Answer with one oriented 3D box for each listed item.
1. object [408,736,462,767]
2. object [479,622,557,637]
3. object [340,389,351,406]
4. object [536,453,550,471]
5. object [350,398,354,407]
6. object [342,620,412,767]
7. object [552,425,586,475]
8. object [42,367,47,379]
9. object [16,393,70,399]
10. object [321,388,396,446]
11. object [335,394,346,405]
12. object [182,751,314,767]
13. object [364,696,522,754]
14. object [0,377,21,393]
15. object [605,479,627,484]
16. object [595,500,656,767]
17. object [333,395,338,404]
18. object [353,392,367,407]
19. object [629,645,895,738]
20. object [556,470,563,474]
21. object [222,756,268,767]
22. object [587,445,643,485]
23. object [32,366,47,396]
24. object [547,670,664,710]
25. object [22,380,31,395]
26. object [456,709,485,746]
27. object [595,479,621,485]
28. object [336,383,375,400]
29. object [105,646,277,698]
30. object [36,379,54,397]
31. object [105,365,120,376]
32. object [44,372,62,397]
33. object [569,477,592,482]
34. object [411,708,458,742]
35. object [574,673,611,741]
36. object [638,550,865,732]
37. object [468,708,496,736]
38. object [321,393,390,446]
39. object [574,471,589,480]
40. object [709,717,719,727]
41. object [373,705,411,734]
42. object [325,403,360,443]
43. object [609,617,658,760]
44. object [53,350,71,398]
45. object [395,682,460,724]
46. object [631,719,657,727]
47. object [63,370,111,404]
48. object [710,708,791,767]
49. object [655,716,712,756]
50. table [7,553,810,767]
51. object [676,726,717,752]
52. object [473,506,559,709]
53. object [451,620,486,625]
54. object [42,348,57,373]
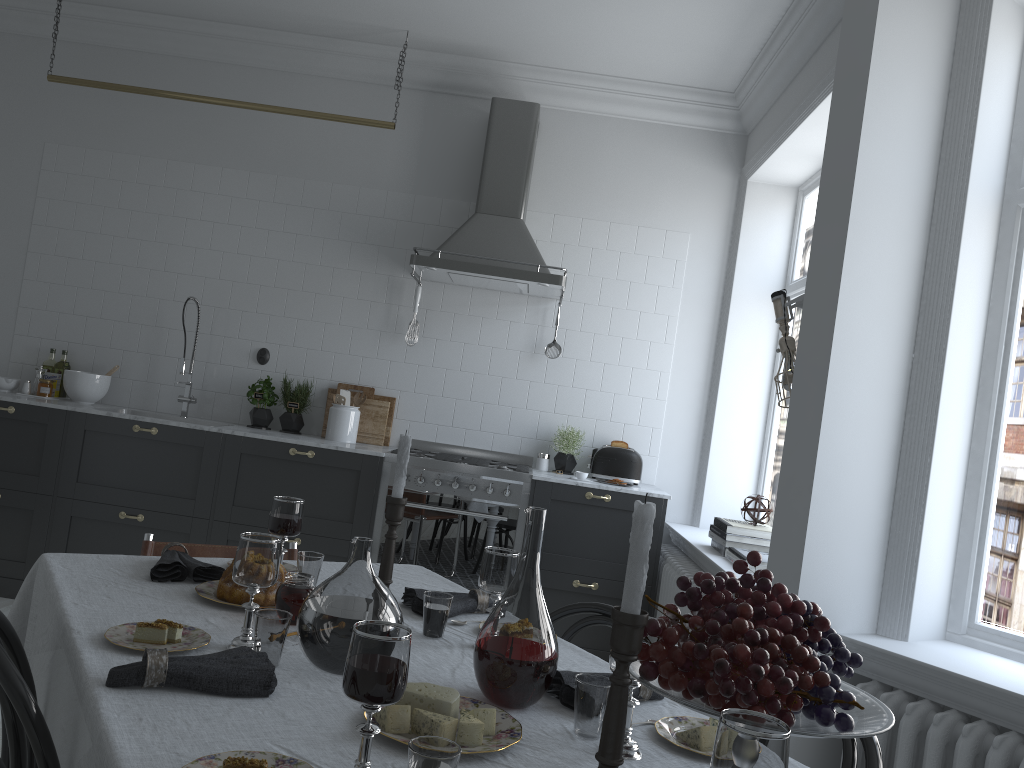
[{"bbox_3d":[-0.102,0.494,1.096,0.066,0.094,0.066,9,-2,-10],"label":"object"},{"bbox_3d":[0.013,0.578,2.052,0.182,0.013,0.182,8,-2,1],"label":"object"},{"bbox_3d":[-0.957,0.179,5.068,0.064,0.290,0.141,9,-2,-25],"label":"object"},{"bbox_3d":[0.178,0.449,5.098,0.072,0.095,0.072,10,-2,-43],"label":"object"},{"bbox_3d":[-0.933,0.205,5.098,0.050,0.247,0.114,9,-2,-34],"label":"object"},{"bbox_3d":[-0.183,0.425,1.152,0.083,0.215,0.083,8,-2,6],"label":"object"},{"bbox_3d":[0.316,0.373,5.083,0.210,0.283,0.220,8,-2,14],"label":"object"},{"bbox_3d":[-2.750,-0.019,5.165,0.059,0.172,0.059,7,-2,33],"label":"object"},{"bbox_3d":[-2.714,0.070,5.137,0.180,0.008,0.272,8,-2,1],"label":"object"},{"bbox_3d":[-0.903,0.196,5.227,0.400,0.290,0.030,8,-2,1],"label":"object"},{"bbox_3d":[-0.997,0.187,5.030,0.054,0.262,0.149,9,-2,-24],"label":"object"},{"bbox_3d":[-0.327,0.503,1.110,0.182,0.013,0.182,8,-2,16],"label":"object"},{"bbox_3d":[-0.109,0.542,1.408,0.251,0.018,0.251,8,-2,1],"label":"object"},{"bbox_3d":[-2.910,-0.011,5.093,0.159,0.110,0.172,8,-2,-4],"label":"object"},{"bbox_3d":[0.566,0.528,4.805,0.119,0.031,0.074,7,-2,34],"label":"object"},{"bbox_3d":[0.132,0.357,1.075,0.089,0.432,0.089,8,-2,24],"label":"object"},{"bbox_3d":[-0.990,0.194,5.053,0.117,0.251,0.061,7,-2,31],"label":"object"},{"bbox_3d":[-0.921,0.184,5.095,0.131,0.296,0.056,9,-2,-19],"label":"object"},{"bbox_3d":[0.325,0.513,1.241,0.367,0.188,0.367,7,-2,43],"label":"object"},{"bbox_3d":[0.242,0.494,5.006,0.091,0.018,0.062,8,-2,-1],"label":"object"},{"bbox_3d":[-0.337,0.489,1.114,0.057,0.037,0.021,9,-2,-18],"label":"object"},{"bbox_3d":[0.591,0.452,5.078,0.326,0.207,0.219,8,-2,6],"label":"object"},{"bbox_3d":[-2.723,-0.017,5.105,0.059,0.172,0.059,7,-2,33],"label":"object"},{"bbox_3d":[0.166,0.569,1.697,0.165,0.061,0.247,7,-2,41],"label":"object"},{"bbox_3d":[-2.768,0.020,5.061,0.046,0.084,0.046,9,-2,-12],"label":"object"},{"bbox_3d":[-0.079,0.534,1.384,0.040,0.039,0.077,9,-2,-29],"label":"object"},{"bbox_3d":[0.524,0.527,4.770,0.209,0.008,0.018,7,-2,36],"label":"object"},{"bbox_3d":[-0.937,0.170,5.196,0.220,0.330,0.041,8,-2,1],"label":"object"},{"bbox_3d":[-0.496,0.464,1.428,0.165,0.061,0.247,7,-2,41],"label":"object"},{"bbox_3d":[-2.668,0.026,5.069,0.078,0.101,0.078,7,-2,30],"label":"object"},{"bbox_3d":[-2.395,-0.007,5.151,0.042,0.232,0.209,7,-2,42],"label":"object"},{"bbox_3d":[-2.685,0.007,5.173,0.077,0.141,0.044,8,-2,1],"label":"object"},{"bbox_3d":[0.369,0.511,4.734,0.126,0.008,0.126,8,-2,28],"label":"object"},{"bbox_3d":[-0.127,0.525,1.351,0.077,0.040,0.040,8,-2,21],"label":"object"},{"bbox_3d":[0.131,0.539,1.477,0.066,0.094,0.066,8,-2,13],"label":"object"},{"bbox_3d":[0.348,0.349,1.233,0.347,0.215,0.318,9,-2,-36],"label":"object"},{"bbox_3d":[-0.054,0.536,1.439,0.039,0.040,0.077,9,-2,-19],"label":"object"},{"bbox_3d":[-0.910,0.208,5.171,0.360,0.261,0.053,8,-2,1],"label":"object"},{"bbox_3d":[0.370,0.492,4.735,0.072,0.040,0.070,9,-2,-7],"label":"object"},{"bbox_3d":[0.355,0.602,1.539,0.040,0.039,0.077,9,-2,-29],"label":"object"},{"bbox_3d":[-0.184,0.505,1.368,0.039,0.040,0.078,9,-2,-24],"label":"object"},{"bbox_3d":[-0.963,0.224,5.057,0.174,0.208,0.174,8,-2,-3],"label":"object"},{"bbox_3d":[0.193,0.487,1.428,0.083,0.215,0.083,8,-2,-3],"label":"object"},{"bbox_3d":[-2.647,-0.058,5.224,0.089,0.282,0.082,8,-2,1],"label":"object"},{"bbox_3d":[-0.134,0.519,1.433,0.100,0.056,0.056,8,-2,18],"label":"object"},{"bbox_3d":[0.218,0.595,1.556,0.031,0.012,0.131,7,-2,44],"label":"object"},{"bbox_3d":[-2.461,0.022,5.122,0.247,0.175,0.247,8,-2,15],"label":"object"},{"bbox_3d":[0.257,0.485,0.993,0.083,0.215,0.083,8,-2,6],"label":"object"},{"bbox_3d":[0.336,0.611,1.522,0.182,0.013,0.182,8,-2,1],"label":"object"},{"bbox_3d":[-0.261,0.953,1.596,1.210,0.842,2.179,9,-2,-32],"label":"table"},{"bbox_3d":[0.318,0.595,1.518,0.039,0.040,0.078,9,-2,-24],"label":"object"},{"bbox_3d":[0.020,0.397,1.591,0.152,0.352,0.152,10,-2,-38],"label":"object"},{"bbox_3d":[-0.097,0.564,2.109,0.031,0.012,0.131,7,-2,44],"label":"object"},{"bbox_3d":[-2.728,-0.070,5.231,0.066,0.282,0.066,8,-2,-4],"label":"object"}]
